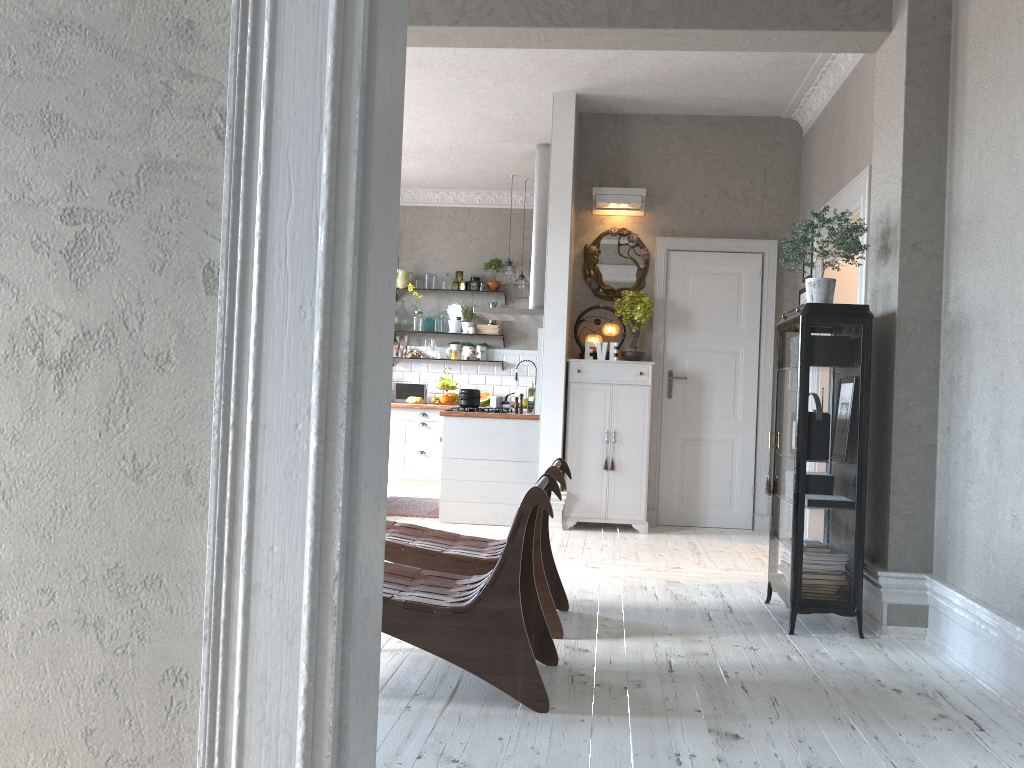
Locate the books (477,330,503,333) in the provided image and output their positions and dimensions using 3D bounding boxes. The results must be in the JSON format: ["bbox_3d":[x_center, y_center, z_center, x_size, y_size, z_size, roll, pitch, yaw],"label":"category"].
[{"bbox_3d":[-0.254,-0.597,10.077,0.258,0.016,0.159,2,-1,14],"label":"books"}]

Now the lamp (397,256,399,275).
[{"bbox_3d":[-1.170,-1.963,8.840,0.147,1.735,0.146,2,-1,-8],"label":"lamp"}]

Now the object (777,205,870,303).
[{"bbox_3d":[1.476,-0.605,4.196,0.408,0.506,0.404,2,-1,21],"label":"object"}]

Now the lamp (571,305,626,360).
[{"bbox_3d":[0.685,-0.340,6.958,0.445,0.558,0.173,2,-1,12],"label":"lamp"}]

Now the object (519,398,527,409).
[{"bbox_3d":[0.169,0.214,9.737,0.208,0.119,0.129,3,-1,-32],"label":"object"}]

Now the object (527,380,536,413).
[{"bbox_3d":[0.177,0.105,7.429,0.089,0.282,0.082,2,-1,5],"label":"object"}]

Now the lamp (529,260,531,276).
[{"bbox_3d":[0.288,-2.023,9.505,0.150,1.735,0.143,3,-1,-43],"label":"lamp"}]

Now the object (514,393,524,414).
[{"bbox_3d":[0.054,0.149,6.903,0.072,0.167,0.036,2,-1,4],"label":"object"}]

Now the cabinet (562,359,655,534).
[{"bbox_3d":[0.737,0.471,6.844,0.664,1.297,0.385,2,-1,5],"label":"cabinet"}]

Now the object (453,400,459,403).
[{"bbox_3d":[-0.642,0.195,9.954,0.212,0.044,0.055,2,-1,43],"label":"object"}]

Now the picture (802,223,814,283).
[{"bbox_3d":[2.232,-0.986,6.677,0.012,0.416,0.283,2,-1,6],"label":"picture"}]

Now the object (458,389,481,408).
[{"bbox_3d":[-0.336,0.113,7.013,0.192,0.147,0.191,3,-1,-15],"label":"object"}]

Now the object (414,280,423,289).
[{"bbox_3d":[-1.068,-1.129,10.139,0.103,0.111,0.103,2,-1,5],"label":"object"}]

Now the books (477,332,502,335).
[{"bbox_3d":[-0.255,-0.576,10.077,0.259,0.011,0.159,2,-1,10],"label":"books"}]

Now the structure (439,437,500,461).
[{"bbox_3d":[-0.237,0.573,7.138,0.616,0.623,0.624,2,-1,5],"label":"structure"}]

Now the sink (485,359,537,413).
[{"bbox_3d":[-0.031,0.132,7.785,0.526,0.720,0.487,2,-1,5],"label":"sink"}]

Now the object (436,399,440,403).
[{"bbox_3d":[-0.806,0.189,9.883,0.084,0.057,0.090,2,-1,37],"label":"object"}]

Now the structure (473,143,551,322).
[{"bbox_3d":[0.082,-1.408,8.203,0.710,1.596,0.714,2,-1,5],"label":"structure"}]

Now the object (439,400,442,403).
[{"bbox_3d":[-0.790,0.199,9.897,0.070,0.076,0.227,2,-1,-12],"label":"object"}]

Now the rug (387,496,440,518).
[{"bbox_3d":[-0.855,1.056,7.665,0.733,0.014,1.293,2,-1,6],"label":"rug"}]

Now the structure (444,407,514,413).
[{"bbox_3d":[-0.248,0.208,7.149,0.494,0.031,0.608,2,-1,5],"label":"structure"}]

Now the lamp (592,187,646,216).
[{"bbox_3d":[0.846,-1.443,7.013,0.414,0.171,0.220,2,-1,4],"label":"lamp"}]

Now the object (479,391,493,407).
[{"bbox_3d":[-0.328,0.166,9.696,0.232,0.174,0.221,2,-1,27],"label":"object"}]

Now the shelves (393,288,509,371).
[{"bbox_3d":[-0.723,-0.605,10.103,1.312,0.923,0.229,2,-1,4],"label":"shelves"}]

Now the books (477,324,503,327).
[{"bbox_3d":[-0.251,-0.662,10.078,0.259,0.011,0.159,2,-1,10],"label":"books"}]

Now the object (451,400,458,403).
[{"bbox_3d":[-0.639,0.203,9.831,0.069,0.051,0.088,3,-1,-37],"label":"object"}]

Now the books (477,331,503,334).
[{"bbox_3d":[-0.254,-0.586,10.077,0.258,0.016,0.159,2,-1,17],"label":"books"}]

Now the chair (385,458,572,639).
[{"bbox_3d":[-0.251,0.687,3.951,1.014,0.721,0.509,2,-1,4],"label":"chair"}]

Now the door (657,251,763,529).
[{"bbox_3d":[1.573,0.042,7.025,0.749,2.183,0.080,2,-1,4],"label":"door"}]

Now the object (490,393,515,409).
[{"bbox_3d":[-0.043,0.135,7.223,0.297,0.134,0.178,2,-1,40],"label":"object"}]

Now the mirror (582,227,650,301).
[{"bbox_3d":[0.832,-0.962,7.088,0.531,0.593,0.071,2,-1,4],"label":"mirror"}]

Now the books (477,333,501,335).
[{"bbox_3d":[-0.255,-0.564,10.077,0.260,0.011,0.158,2,-1,7],"label":"books"}]

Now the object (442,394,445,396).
[{"bbox_3d":[-0.735,0.156,9.968,0.077,0.076,0.157,2,-1,32],"label":"object"}]

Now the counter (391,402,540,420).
[{"bbox_3d":[-1.168,0.220,8.515,3.151,0.039,3.401,2,-1,5],"label":"counter"}]

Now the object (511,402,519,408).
[{"bbox_3d":[0.038,0.233,9.795,0.204,0.073,0.118,3,-1,-32],"label":"object"}]

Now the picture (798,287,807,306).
[{"bbox_3d":[2.215,-0.571,6.674,0.014,0.331,0.491,2,-1,6],"label":"picture"}]

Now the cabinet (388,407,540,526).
[{"bbox_3d":[-0.719,0.650,8.626,2.030,0.854,4.107,3,-1,-39],"label":"cabinet"}]

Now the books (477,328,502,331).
[{"bbox_3d":[-0.253,-0.619,10.078,0.260,0.011,0.158,2,-1,7],"label":"books"}]

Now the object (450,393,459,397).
[{"bbox_3d":[-0.631,0.130,9.912,0.127,0.056,0.059,2,-1,-3],"label":"object"}]

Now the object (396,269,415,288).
[{"bbox_3d":[-1.231,-1.189,10.093,0.188,0.216,0.175,2,-1,19],"label":"object"}]

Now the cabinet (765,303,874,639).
[{"bbox_3d":[1.434,0.383,4.190,0.347,1.471,0.620,2,-1,6],"label":"cabinet"}]

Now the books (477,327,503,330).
[{"bbox_3d":[-0.253,-0.630,10.078,0.259,0.011,0.159,2,-1,10],"label":"books"}]

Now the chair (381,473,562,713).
[{"bbox_3d":[-0.345,0.673,3.097,1.014,0.721,0.509,2,-1,4],"label":"chair"}]

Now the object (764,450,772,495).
[{"bbox_3d":[1.291,0.442,4.455,0.041,0.234,0.044,3,-1,-38],"label":"object"}]

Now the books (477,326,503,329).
[{"bbox_3d":[-0.252,-0.640,10.078,0.258,0.016,0.159,2,-1,17],"label":"books"}]

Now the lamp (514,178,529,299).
[{"bbox_3d":[0.131,-1.778,9.405,0.149,1.735,0.144,3,-1,-23],"label":"lamp"}]

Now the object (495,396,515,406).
[{"bbox_3d":[-0.078,0.199,9.628,0.226,0.127,0.147,2,-1,-13],"label":"object"}]

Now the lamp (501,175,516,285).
[{"bbox_3d":[-0.007,-1.907,9.282,0.144,1.735,0.150,2,-1,37],"label":"lamp"}]

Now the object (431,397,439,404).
[{"bbox_3d":[-0.842,0.185,9.922,0.075,0.072,0.154,2,-1,35],"label":"object"}]

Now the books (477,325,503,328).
[{"bbox_3d":[-0.252,-0.651,10.078,0.258,0.016,0.159,2,-1,14],"label":"books"}]

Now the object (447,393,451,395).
[{"bbox_3d":[-0.704,0.146,9.959,0.085,0.093,0.087,2,-1,1],"label":"object"}]

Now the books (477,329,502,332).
[{"bbox_3d":[-0.253,-0.608,10.078,0.259,0.011,0.159,2,-1,10],"label":"books"}]
